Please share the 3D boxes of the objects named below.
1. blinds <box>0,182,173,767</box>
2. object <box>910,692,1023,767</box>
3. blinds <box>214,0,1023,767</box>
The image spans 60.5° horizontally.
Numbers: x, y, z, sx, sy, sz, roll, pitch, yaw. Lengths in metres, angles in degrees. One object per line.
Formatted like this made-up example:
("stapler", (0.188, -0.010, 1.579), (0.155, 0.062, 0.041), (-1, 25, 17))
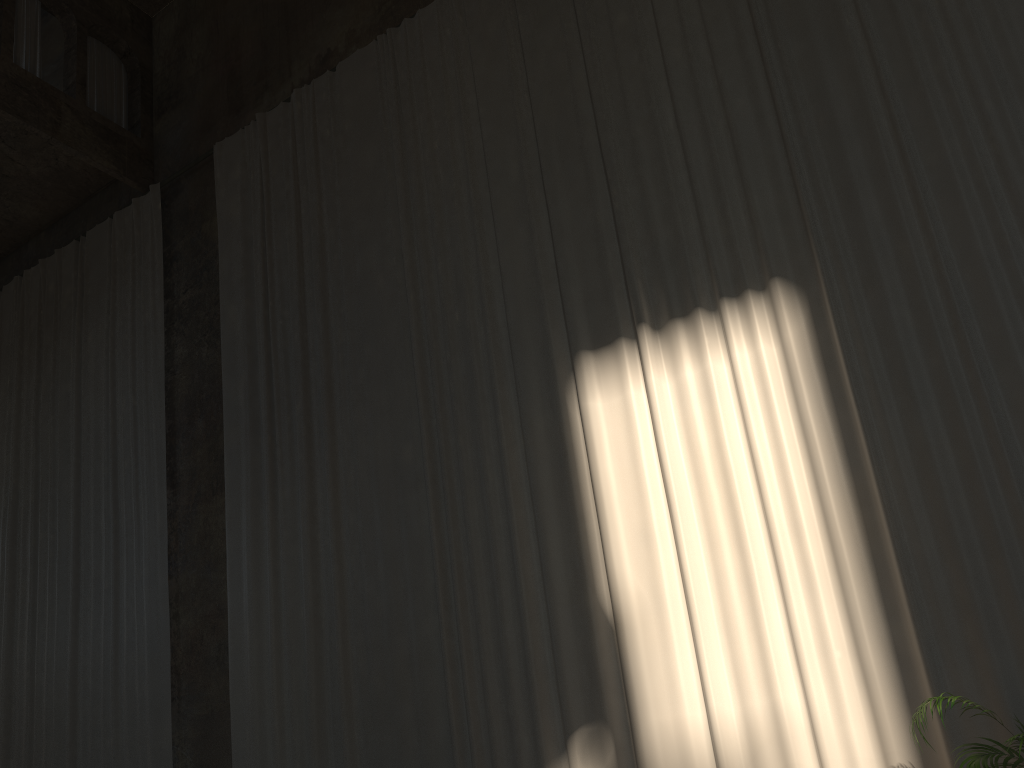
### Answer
("blinds", (-7.007, 2.693, 11.374), (7.970, 8.312, 0.280), (-20, -21, 30))
("object", (2.670, 2.184, 4.266), (1.141, 1.399, 1.125), (-15, -21, 19))
("blinds", (0.253, -0.068, 7.221), (7.970, 8.312, 0.280), (-20, -21, 30))
